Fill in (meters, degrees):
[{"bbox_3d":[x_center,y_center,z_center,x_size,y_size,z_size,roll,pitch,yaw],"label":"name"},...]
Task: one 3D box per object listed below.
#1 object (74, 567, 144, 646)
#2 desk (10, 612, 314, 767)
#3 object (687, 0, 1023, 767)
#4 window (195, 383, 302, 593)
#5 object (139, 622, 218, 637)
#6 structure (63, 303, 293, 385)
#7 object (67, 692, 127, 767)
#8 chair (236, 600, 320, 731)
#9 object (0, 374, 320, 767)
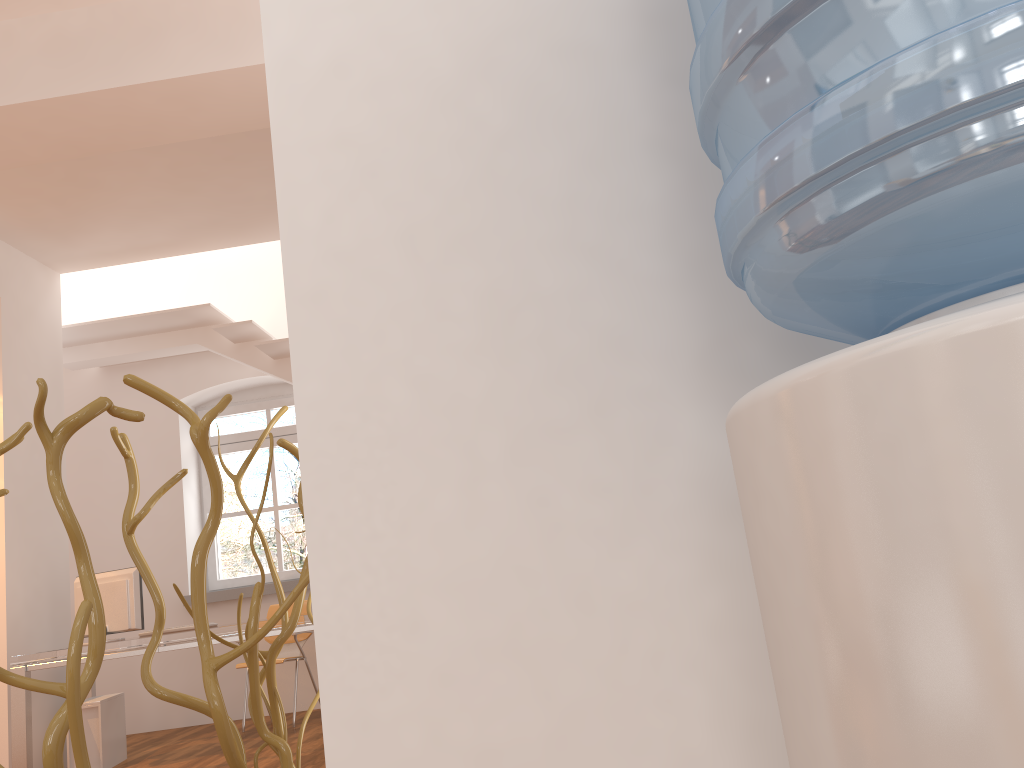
[{"bbox_3d":[-2.485,1.348,5.355,0.516,0.418,0.245,-15,-14,31],"label":"object"},{"bbox_3d":[-1.650,1.854,5.448,2.239,0.750,1.092,-6,-12,-8],"label":"desk"},{"bbox_3d":[0.354,0.127,0.497,0.436,1.490,0.436,-5,-12,-12],"label":"object"},{"bbox_3d":[-2.064,0.855,7.672,1.308,1.737,0.142,-8,-12,2],"label":"window"},{"bbox_3d":[-2.151,1.579,5.716,0.467,0.031,0.200,-11,-12,12],"label":"object"},{"bbox_3d":[-1.151,0.630,5.536,4.630,3.042,3.450,-8,-12,2],"label":"structure"},{"bbox_3d":[-2.578,2.177,5.518,0.200,0.422,0.474,-6,-12,-8],"label":"object"},{"bbox_3d":[-1.687,2.013,6.390,0.495,0.829,0.464,-12,-13,17],"label":"chair"},{"bbox_3d":[-0.306,0.525,1.011,0.284,1.112,0.655,-13,-13,23],"label":"object"}]
